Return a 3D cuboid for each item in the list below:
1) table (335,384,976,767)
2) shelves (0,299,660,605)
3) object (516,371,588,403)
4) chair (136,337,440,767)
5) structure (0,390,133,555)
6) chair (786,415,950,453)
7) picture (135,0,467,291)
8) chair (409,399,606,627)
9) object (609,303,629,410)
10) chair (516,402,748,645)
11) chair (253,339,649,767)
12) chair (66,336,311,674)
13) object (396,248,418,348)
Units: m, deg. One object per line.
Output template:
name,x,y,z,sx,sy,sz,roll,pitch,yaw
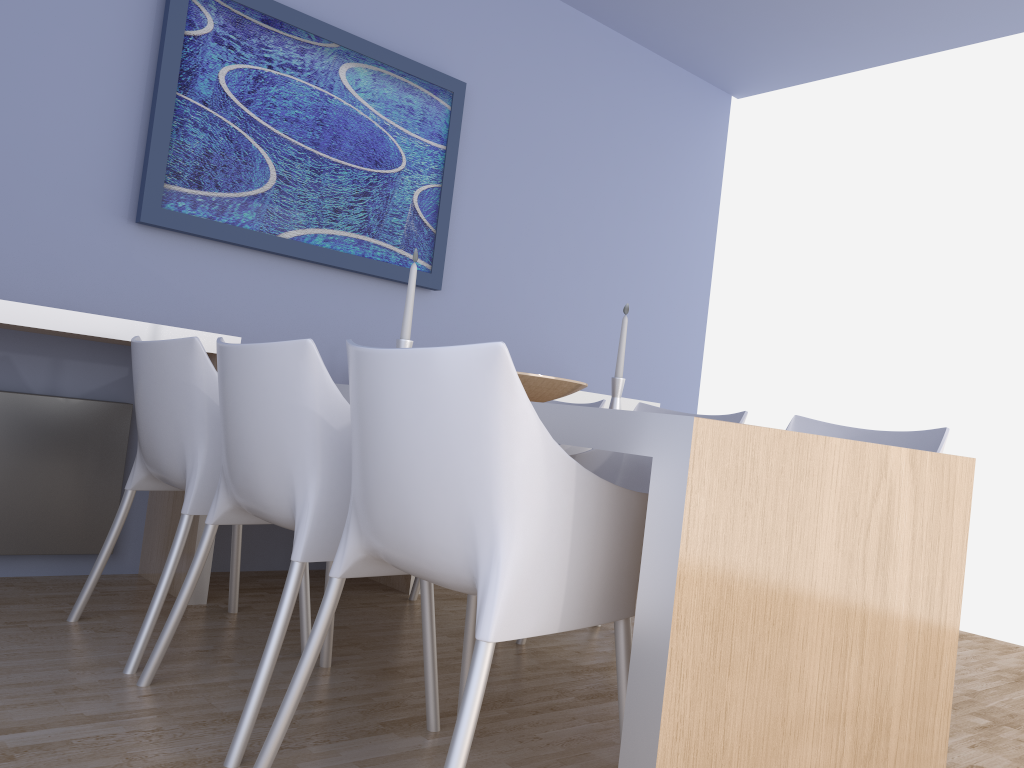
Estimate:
table,-0.162,0.407,2.491,1.002,0.718,2.340,9,-3,-41
shelves,-0.970,0.272,3.030,3.901,0.840,0.463,9,-3,-41
object,-0.042,0.013,2.432,0.493,0.081,0.493,8,-2,-22
chair,-0.448,0.315,1.959,0.486,0.793,0.510,9,-3,-41
structure,-1.048,0.356,3.207,3.843,0.503,0.064,9,-3,-41
chair,0.786,0.473,2.271,0.486,0.793,0.510,9,-3,-41
picture,-0.733,-0.918,3.400,1.252,0.901,0.049,9,-3,-41
chair,0.017,0.419,3.167,0.486,0.793,0.510,9,-3,-41
object,0.320,-0.069,2.618,0.045,0.349,0.045,9,-3,-41
chair,0.399,0.446,2.722,0.486,0.793,0.510,9,-3,-40
chair,-0.074,0.341,1.524,0.486,0.793,0.510,9,-3,-41
chair,-0.822,0.288,2.394,0.486,0.793,0.510,9,-3,-41
object,-0.250,-0.156,2.123,0.045,0.349,0.045,7,-2,1
